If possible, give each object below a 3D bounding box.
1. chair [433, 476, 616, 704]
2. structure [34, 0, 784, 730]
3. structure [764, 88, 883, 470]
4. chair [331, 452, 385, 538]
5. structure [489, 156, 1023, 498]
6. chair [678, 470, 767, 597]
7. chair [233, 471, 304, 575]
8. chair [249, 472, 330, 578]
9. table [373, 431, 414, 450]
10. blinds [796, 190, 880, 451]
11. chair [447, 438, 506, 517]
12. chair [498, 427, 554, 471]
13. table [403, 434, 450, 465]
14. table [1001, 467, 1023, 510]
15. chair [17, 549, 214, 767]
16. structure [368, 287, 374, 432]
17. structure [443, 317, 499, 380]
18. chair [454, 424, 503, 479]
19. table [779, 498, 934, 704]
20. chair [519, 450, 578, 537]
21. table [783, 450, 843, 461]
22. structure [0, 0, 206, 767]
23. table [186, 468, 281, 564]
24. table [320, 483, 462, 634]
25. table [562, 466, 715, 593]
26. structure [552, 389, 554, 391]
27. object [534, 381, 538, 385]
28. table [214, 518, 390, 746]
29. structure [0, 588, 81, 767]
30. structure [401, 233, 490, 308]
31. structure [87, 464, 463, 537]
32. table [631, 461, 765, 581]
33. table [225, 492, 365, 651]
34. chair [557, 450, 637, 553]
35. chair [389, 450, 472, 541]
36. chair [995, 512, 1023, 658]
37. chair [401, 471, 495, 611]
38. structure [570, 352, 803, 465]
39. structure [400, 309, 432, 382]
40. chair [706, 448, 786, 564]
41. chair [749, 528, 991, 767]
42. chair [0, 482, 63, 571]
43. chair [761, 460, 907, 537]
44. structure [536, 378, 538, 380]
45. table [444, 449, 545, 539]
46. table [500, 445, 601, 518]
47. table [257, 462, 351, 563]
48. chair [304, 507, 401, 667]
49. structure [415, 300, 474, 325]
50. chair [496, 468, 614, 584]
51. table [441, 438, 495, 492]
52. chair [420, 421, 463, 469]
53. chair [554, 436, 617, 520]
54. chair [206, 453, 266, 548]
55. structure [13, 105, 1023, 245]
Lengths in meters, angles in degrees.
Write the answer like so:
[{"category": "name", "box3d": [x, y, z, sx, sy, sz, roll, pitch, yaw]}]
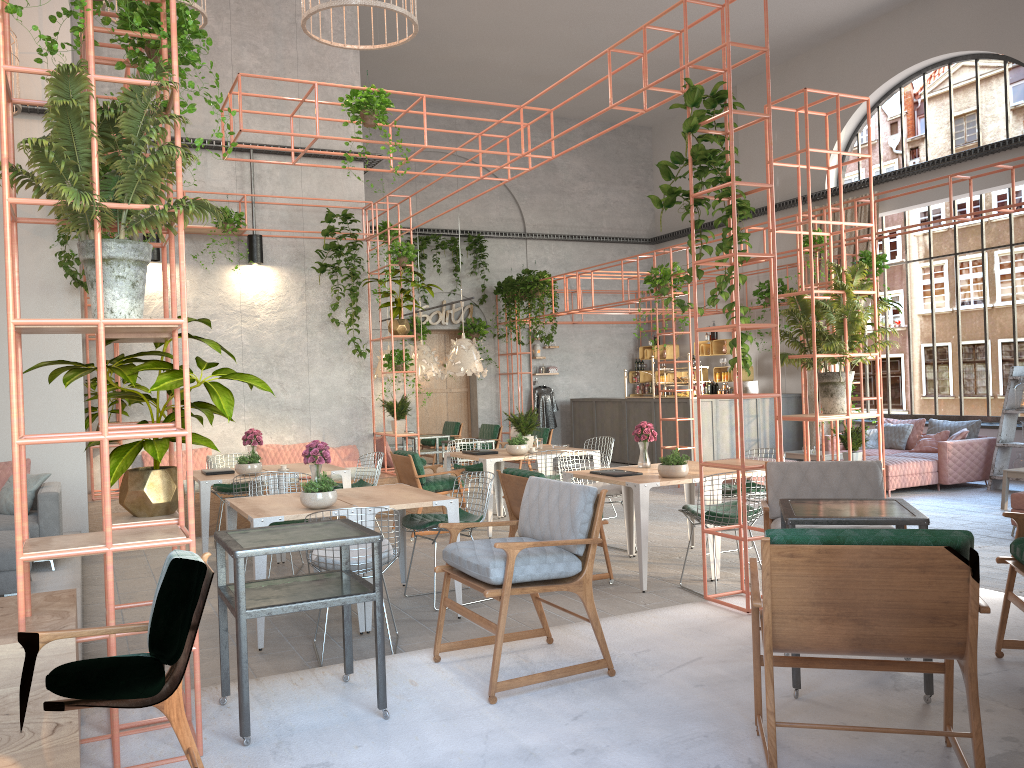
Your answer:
[{"category": "chair", "box3d": [0.038, 0.965, 4.429, 0.685, 0.929, 0.722, -2, 0, -26]}, {"category": "structure", "box3d": [-3.086, -0.661, 10.786, 4.501, 4.345, 14.096, -2, 0, -27]}, {"category": "structure", "box3d": [2.279, -0.261, 6.460, 0.624, 3.602, 0.424, -2, 0, -26]}, {"category": "chair", "box3d": [-1.678, 1.201, 9.214, 0.717, 0.941, 0.565, -2, 0, -30]}, {"category": "structure", "box3d": [4.415, -0.372, 12.655, 4.157, 4.247, 14.689, -2, 0, -26]}, {"category": "chair", "box3d": [1.604, 1.091, 6.678, 0.565, 0.941, 0.717, -2, 0, -10]}, {"category": "chair", "box3d": [-2.165, 1.221, 7.939, 0.565, 0.941, 0.717, -2, 0, -10]}, {"category": "chair", "box3d": [-1.789, 1.210, 7.146, 0.565, 0.941, 0.717, -2, 0, -25]}, {"category": "table", "box3d": [-2.171, 1.278, 16.260, 0.635, 0.798, 0.602, -2, 0, -26]}, {"category": "blinds", "box3d": [6.206, -0.942, 13.632, 0.414, 4.389, 4.957, -2, 0, -25]}, {"category": "chair", "box3d": [-0.447, 1.153, 10.840, 0.565, 0.941, 0.717, -2, 0, -25]}, {"category": "chair", "box3d": [0.201, 1.134, 13.502, 0.685, 0.929, 0.722, -2, 0, -26]}, {"category": "table", "box3d": [-1.404, 1.255, 14.681, 0.635, 0.798, 0.602, -2, 0, -26]}, {"category": "table", "box3d": [5.955, 1.181, 9.748, 0.520, 0.455, 0.916, -2, 0, -26]}, {"category": "chair", "box3d": [-1.159, 1.012, 2.552, 0.685, 0.929, 0.722, -2, 0, -26]}, {"category": "structure", "box3d": [-3.007, -0.098, 16.809, 0.630, 3.597, 0.430, -2, 0, -26]}, {"category": "structure", "box3d": [-0.853, -0.824, 18.236, 0.950, 1.527, 0.921, -2, 0, -27]}, {"category": "chair", "box3d": [-0.573, 1.157, 15.095, 0.685, 0.930, 0.722, -2, 0, -26]}, {"category": "table", "box3d": [1.582, 0.974, 4.130, 0.602, 0.798, 0.635, -2, 0, 14]}, {"category": "chair", "box3d": [0.372, 1.128, 9.174, 0.565, 0.941, 0.717, -2, 0, -10]}, {"category": "table", "box3d": [4.410, 1.224, 12.927, 0.520, 0.455, 0.916, -2, 0, -26]}, {"category": "structure", "box3d": [-1.537, -0.318, 3.454, 0.748, 3.623, 0.722, -2, 0, -26]}, {"category": "table", "box3d": [-2.744, 1.285, 8.669, 0.694, 0.830, 1.205, -2, 0, -26]}, {"category": "table", "box3d": [-0.926, 1.226, 6.516, 0.694, 0.830, 1.214, -2, 0, -26]}, {"category": "table", "box3d": [1.026, 1.167, 7.407, 0.694, 0.830, 1.205, -2, 0, -26]}, {"category": "structure", "box3d": [0.864, 0.122, 18.923, 0.066, 0.044, 0.019, -2, 0, -26]}, {"category": "object", "box3d": [0.509, -0.034, 18.731, 0.093, 0.121, 0.049, -2, 0, -24]}, {"category": "table", "box3d": [-0.952, 1.064, 3.957, 0.635, 0.798, 0.602, -2, 0, -26]}, {"category": "structure", "box3d": [-4.246, 1.023, 4.810, 3.396, 1.111, 9.152, -2, 0, -26]}, {"category": "structure", "box3d": [-1.358, -2.275, 17.785, 1.939, 1.514, 0.856, -2, 0, -32]}, {"category": "structure", "box3d": [-3.886, 1.493, 13.179, 4.386, 0.500, 5.831, -2, 0, -26]}, {"category": "table", "box3d": [1.650, 1.144, 7.715, 0.694, 0.830, 1.214, -2, 0, -26]}, {"category": "table", "box3d": [-1.549, 1.249, 6.209, 0.694, 0.830, 1.205, -2, 0, -26]}, {"category": "chair", "box3d": [0.786, 1.116, 8.344, 0.565, 0.941, 0.717, -2, 0, -25]}, {"category": "chair", "box3d": [-0.905, 1.177, 9.677, 0.685, 0.917, 0.722, -2, 0, -26]}, {"category": "chair", "box3d": [2.610, 0.883, 3.943, 0.685, 0.914, 0.722, -2, 0, 14]}, {"category": "chair", "box3d": [-0.483, 1.165, 6.754, 0.717, 0.941, 0.565, -2, 0, -30]}, {"category": "structure", "box3d": [3.272, 0.462, 17.318, 2.579, 2.022, 4.057, -2, 0, -26]}, {"category": "structure", "box3d": [-2.022, -0.801, 17.620, 0.921, 1.527, 0.950, -2, 0, 8]}, {"category": "chair", "box3d": [2.092, 1.071, 7.952, 0.717, 0.941, 0.565, -2, 0, -30]}, {"category": "chair", "box3d": [1.224, 0.932, 3.130, 0.722, 0.917, 0.685, -2, 0, 14]}, {"category": "chair", "box3d": [-4.491, 1.239, 7.612, 1.127, 0.672, 1.052, -2, 0, -26]}, {"category": "chair", "box3d": [1.780, 0.909, 4.955, 0.722, 0.914, 0.685, -2, 0, 14]}, {"category": "structure", "box3d": [0.529, -0.109, 18.758, 0.066, 0.044, 0.019, -2, 0, -26]}, {"category": "table", "box3d": [-0.207, 1.192, 9.903, 0.694, 0.830, 1.205, -2, 0, -26]}, {"category": "table", "box3d": [0.417, 1.169, 10.211, 0.694, 0.830, 1.214, -2, 0, -26]}, {"category": "table", "box3d": [-2.120, 1.262, 8.977, 0.694, 0.830, 1.214, -2, 0, -26]}, {"category": "chair", "box3d": [-0.970, 1.185, 5.480, 0.565, 0.941, 0.717, -2, 0, -10]}, {"category": "structure", "box3d": [-1.380, -1.436, 17.881, 1.312, 0.505, 0.063, -2, 0, -26]}, {"category": "chair", "box3d": [0.327, 1.140, 7.180, 0.685, 0.917, 0.722, -2, 0, -26]}, {"category": "table", "box3d": [-0.637, 1.232, 13.103, 0.635, 0.798, 0.602, -2, 0, -26]}, {"category": "chair", "box3d": [-1.330, 1.180, 16.653, 0.685, 0.930, 0.722, -2, 0, -26]}, {"category": "chair", "box3d": [0.859, 1.108, 10.448, 0.717, 0.941, 0.565, -2, 0, -30]}, {"category": "chair", "box3d": [-2.984, 1.246, 9.606, 0.565, 0.941, 0.717, -2, 0, -25]}, {"category": "structure", "box3d": [-0.290, -3.066, 10.094, 15.603, 0.110, 15.203, -2, 0, -26]}]
